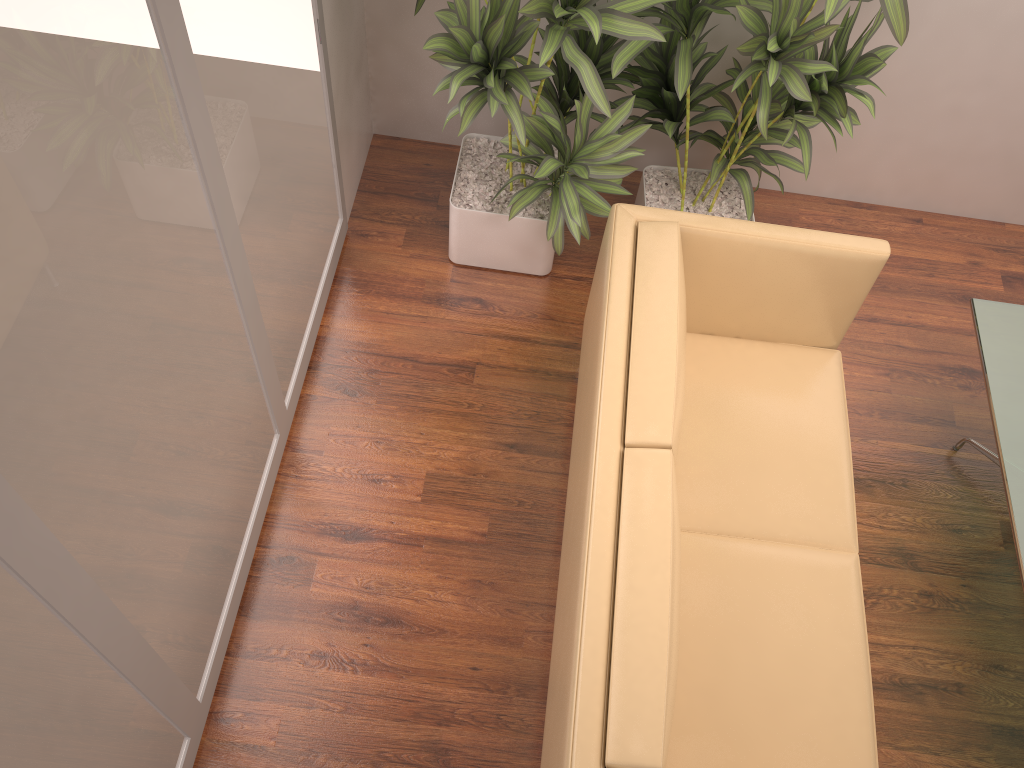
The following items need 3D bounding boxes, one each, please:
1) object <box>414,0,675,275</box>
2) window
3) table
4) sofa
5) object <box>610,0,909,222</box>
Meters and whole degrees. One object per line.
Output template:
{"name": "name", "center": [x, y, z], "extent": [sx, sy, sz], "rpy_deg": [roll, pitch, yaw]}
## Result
{"name": "object", "center": [0.102, -1.237, 2.791], "extent": [0.961, 2.197, 1.040], "rpy_deg": [23, 58, 10]}
{"name": "window", "center": [-1.014, 1.726, 0.164], "extent": [0.062, 3.423, 8.203], "rpy_deg": [8, 58, 0]}
{"name": "table", "center": [1.867, 0.696, 2.718], "extent": [0.939, 0.585, 1.792], "rpy_deg": [8, 59, 0]}
{"name": "sofa", "center": [0.610, 0.429, 2.602], "extent": [0.878, 0.874, 1.726], "rpy_deg": [8, 58, 0]}
{"name": "object", "center": [0.773, -1.155, 2.799], "extent": [1.077, 2.197, 0.928], "rpy_deg": [19, 57, 7]}
